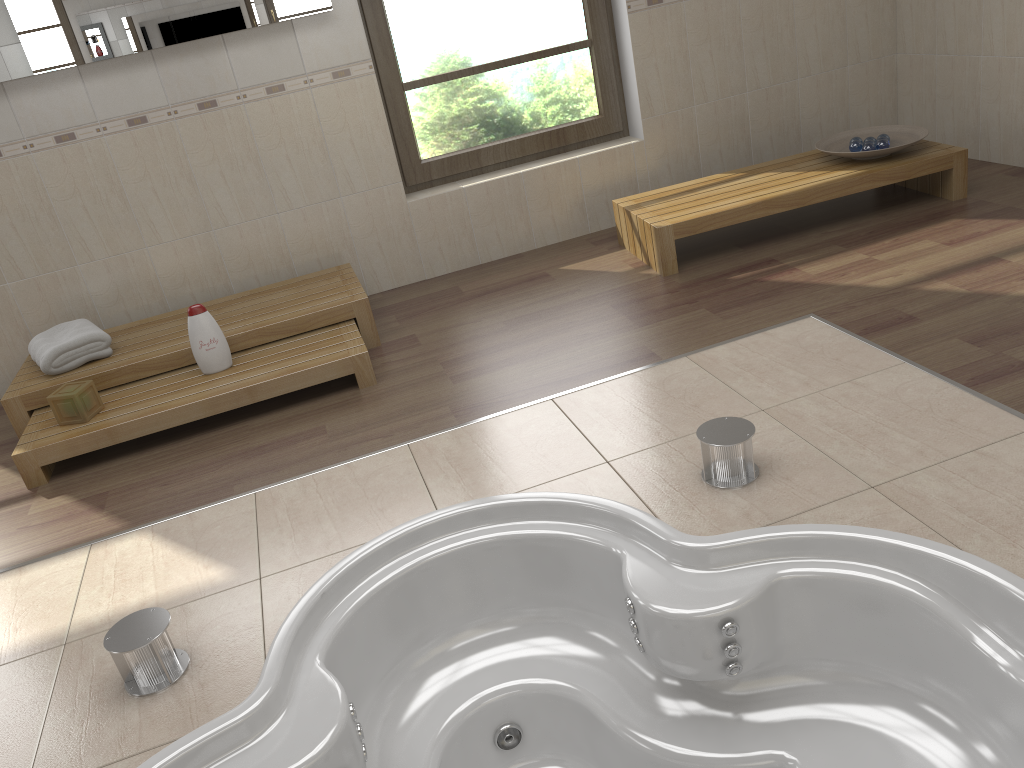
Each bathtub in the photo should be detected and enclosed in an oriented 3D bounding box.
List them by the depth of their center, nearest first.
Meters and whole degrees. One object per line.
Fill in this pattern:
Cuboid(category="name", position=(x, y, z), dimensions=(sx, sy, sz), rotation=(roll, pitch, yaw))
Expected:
Cuboid(category="bathtub", position=(0.152, 1.001, 1.676), dimensions=(1.751, 0.674, 1.754), rotation=(3, 28, 30))

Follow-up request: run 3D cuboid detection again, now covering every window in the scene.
Cuboid(category="window", position=(-0.159, -2.021, 4.161), dimensions=(1.188, 1.934, 0.117), rotation=(-17, 25, -11))

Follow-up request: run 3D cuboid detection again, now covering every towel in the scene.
Cuboid(category="towel", position=(-1.848, -0.164, 3.684), dimensions=(0.280, 0.119, 0.399), rotation=(-27, 28, -29))

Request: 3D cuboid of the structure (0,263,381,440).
Cuboid(category="structure", position=(-1.342, -0.158, 3.842), dimensions=(1.450, 0.220, 0.620), rotation=(-17, 25, -11))

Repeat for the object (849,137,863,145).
Cuboid(category="object", position=(1.619, -1.133, 4.172), dimensions=(0.060, 0.060, 0.060), rotation=(-18, 25, -11))

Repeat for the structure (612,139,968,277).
Cuboid(category="structure", position=(1.264, -0.863, 4.138), dimensions=(1.450, 0.220, 0.620), rotation=(-15, 25, -6))

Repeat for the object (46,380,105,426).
Cuboid(category="object", position=(-1.602, 0.069, 3.258), dimensions=(0.120, 0.120, 0.120), rotation=(-7, 25, 12))

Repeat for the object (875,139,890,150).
Cuboid(category="object", position=(1.686, -1.083, 4.035), dimensions=(0.060, 0.060, 0.060), rotation=(-18, 25, -11))

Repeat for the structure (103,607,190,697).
Cuboid(category="structure", position=(-0.841, 0.616, 2.046), dimensions=(0.150, 0.131, 0.150), rotation=(-15, 25, -7))

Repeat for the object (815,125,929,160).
Cuboid(category="object", position=(1.661, -1.100, 4.104), dimensions=(0.487, 0.076, 0.487), rotation=(4, 29, 31))

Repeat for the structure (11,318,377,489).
Cuboid(category="structure", position=(-1.214, 0.017, 3.503), dimensions=(1.280, 0.140, 0.620), rotation=(-17, 25, -11))

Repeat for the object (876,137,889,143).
Cuboid(category="object", position=(1.707, -1.109, 4.089), dimensions=(0.060, 0.060, 0.060), rotation=(-18, 25, -11))

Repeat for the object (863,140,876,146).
Cuboid(category="object", position=(1.647, -1.093, 4.084), dimensions=(0.060, 0.060, 0.060), rotation=(-18, 25, -11))

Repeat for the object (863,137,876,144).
Cuboid(category="object", position=(1.671, -1.124, 4.139), dimensions=(0.060, 0.060, 0.060), rotation=(-18, 25, -11))

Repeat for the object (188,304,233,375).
Cuboid(category="object", position=(-1.168, -0.175, 3.392), dimensions=(0.134, 0.276, 0.063), rotation=(-21, 26, -18))

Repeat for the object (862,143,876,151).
Cuboid(category="object", position=(1.624, -1.067, 4.035), dimensions=(0.060, 0.060, 0.060), rotation=(-18, 25, -11))

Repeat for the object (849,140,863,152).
Cuboid(category="object", position=(1.598, -1.102, 4.121), dimensions=(0.060, 0.060, 0.060), rotation=(-18, 25, -11))

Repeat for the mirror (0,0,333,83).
Cuboid(category="mirror", position=(-1.864, -1.567, 3.512), dimensions=(2.200, 0.600, 0.005), rotation=(-17, 25, -11))

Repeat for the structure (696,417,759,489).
Cuboid(category="structure", position=(0.566, 0.179, 2.326), dimensions=(0.150, 0.131, 0.150), rotation=(9, 32, 39))

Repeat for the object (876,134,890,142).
Cuboid(category="object", position=(1.732, -1.137, 4.138), dimensions=(0.060, 0.060, 0.060), rotation=(-18, 25, -11))
